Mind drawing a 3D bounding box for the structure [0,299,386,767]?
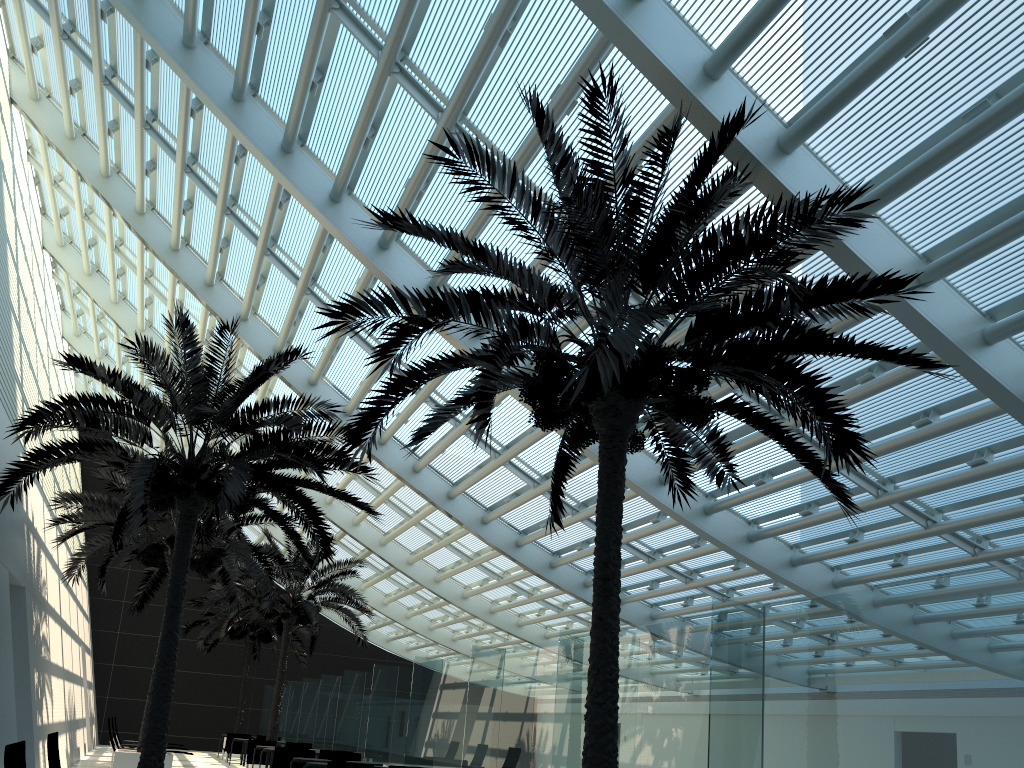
[{"bbox_3d":[-4.245,2.304,11.433,4.780,6.486,4.371,19,-21,-41],"label":"structure"}]

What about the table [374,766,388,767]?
[{"bbox_3d":[-2.201,6.883,14.752,0.681,0.741,0.713,-2,-18,20],"label":"table"}]

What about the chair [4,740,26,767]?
[{"bbox_3d":[-2.351,3.096,5.936,2.061,1.098,0.959,12,-18,-21],"label":"chair"}]

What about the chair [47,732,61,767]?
[{"bbox_3d":[-3.345,3.973,8.288,2.061,1.098,0.959,12,-18,-21],"label":"chair"}]

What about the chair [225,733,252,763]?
[{"bbox_3d":[-8.504,11.411,27.263,0.724,0.842,0.924,11,-19,-20],"label":"chair"}]

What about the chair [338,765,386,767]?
[{"bbox_3d":[-1.959,5.639,11.780,0.724,0.842,0.924,11,-19,-20],"label":"chair"}]

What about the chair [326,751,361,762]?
[{"bbox_3d":[-3.287,7.770,17.289,0.724,0.842,0.924,11,-19,-20],"label":"chair"}]

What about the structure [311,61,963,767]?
[{"bbox_3d":[0.880,0.956,7.363,4.827,6.664,4.667,5,-16,-3],"label":"structure"}]

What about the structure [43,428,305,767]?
[{"bbox_3d":[-6.752,4.277,16.853,4.288,6.543,4.870,1,-16,12],"label":"structure"}]

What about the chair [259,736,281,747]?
[{"bbox_3d":[-7.645,11.614,27.600,0.724,0.842,0.924,11,-19,-20],"label":"chair"}]

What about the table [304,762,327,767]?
[{"bbox_3d":[-3.093,6.672,14.402,0.681,0.741,0.713,-2,-18,20],"label":"table"}]

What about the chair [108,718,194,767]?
[{"bbox_3d":[-8.833,8.812,21.271,2.061,1.098,0.959,12,-18,-21],"label":"chair"}]

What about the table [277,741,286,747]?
[{"bbox_3d":[-7.118,11.229,26.408,0.680,0.741,0.714,-1,-18,16],"label":"table"}]

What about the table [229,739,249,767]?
[{"bbox_3d":[-8.010,11.018,26.057,0.680,0.741,0.714,-1,-18,16],"label":"table"}]

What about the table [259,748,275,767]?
[{"bbox_3d":[-5.275,8.596,19.563,0.681,0.741,0.713,-2,-18,20],"label":"table"}]

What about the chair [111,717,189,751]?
[{"bbox_3d":[-9.827,9.689,23.623,2.061,1.098,0.959,12,-18,-21],"label":"chair"}]

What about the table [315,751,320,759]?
[{"bbox_3d":[-4.382,8.807,19.913,0.681,0.741,0.713,-2,-18,20],"label":"table"}]

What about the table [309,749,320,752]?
[{"bbox_3d":[-4.927,9.297,21.225,0.680,0.741,0.714,-1,-18,16],"label":"table"}]

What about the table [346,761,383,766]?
[{"bbox_3d":[-2.759,7.385,16.096,0.680,0.741,0.714,-1,-18,16],"label":"table"}]

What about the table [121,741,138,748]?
[{"bbox_3d":[-10.779,10.416,24.777,0.555,0.491,0.581,-2,-19,20],"label":"table"}]

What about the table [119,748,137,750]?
[{"bbox_3d":[-8.759,8.635,19.999,0.554,0.491,0.582,-1,-19,16],"label":"table"}]

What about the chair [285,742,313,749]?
[{"bbox_3d":[-5.445,9.674,22.395,0.724,0.842,0.924,11,-19,-20],"label":"chair"}]

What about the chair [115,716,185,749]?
[{"bbox_3d":[-10.852,10.593,26.049,2.061,1.098,0.959,12,-18,-21],"label":"chair"}]

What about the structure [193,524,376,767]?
[{"bbox_3d":[-6.526,7.481,24.870,4.902,6.664,4.597,13,-18,-27],"label":"structure"}]

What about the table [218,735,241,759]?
[{"bbox_3d":[-9.634,12.440,29.874,0.683,0.741,0.712,-4,-19,25],"label":"table"}]

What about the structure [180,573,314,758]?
[{"bbox_3d":[-9.650,10.264,32.328,4.588,6.663,4.913,19,-21,-41],"label":"structure"}]

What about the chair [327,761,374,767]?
[{"bbox_3d":[-2.606,6.225,13.349,0.724,0.842,0.924,11,-19,-20],"label":"chair"}]

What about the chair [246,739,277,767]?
[{"bbox_3d":[-6.303,9.471,22.058,0.724,0.842,0.924,11,-19,-20],"label":"chair"}]

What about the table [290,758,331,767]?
[{"bbox_3d":[-3.652,7.174,15.746,0.680,0.741,0.714,-1,-18,16],"label":"table"}]

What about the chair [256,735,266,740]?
[{"bbox_3d":[-8.288,12.196,29.158,0.724,0.842,0.924,11,-19,-20],"label":"chair"}]

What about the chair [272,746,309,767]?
[{"bbox_3d":[-4.788,8.149,18.510,0.724,0.842,0.924,11,-19,-20],"label":"chair"}]

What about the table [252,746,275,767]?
[{"bbox_3d":[-5.820,9.086,20.875,0.680,0.741,0.714,-1,-18,16],"label":"table"}]

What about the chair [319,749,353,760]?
[{"bbox_3d":[-3.929,8.352,18.846,0.724,0.842,0.924,11,-19,-20],"label":"chair"}]

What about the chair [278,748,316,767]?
[{"bbox_3d":[-4.145,7.567,16.952,0.724,0.842,0.924,11,-19,-20],"label":"chair"}]

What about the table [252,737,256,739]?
[{"bbox_3d":[-8.741,12.651,30.224,0.683,0.741,0.712,-4,-19,25],"label":"table"}]

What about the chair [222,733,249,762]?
[{"bbox_3d":[-9.147,11.993,28.821,0.724,0.842,0.924,11,-19,-20],"label":"chair"}]

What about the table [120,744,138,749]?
[{"bbox_3d":[-9.754,9.512,22.352,0.555,0.491,0.581,-2,-19,20],"label":"table"}]

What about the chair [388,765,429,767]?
[{"bbox_3d":[-1.748,6.428,13.686,0.724,0.842,0.924,11,-19,-20],"label":"chair"}]
